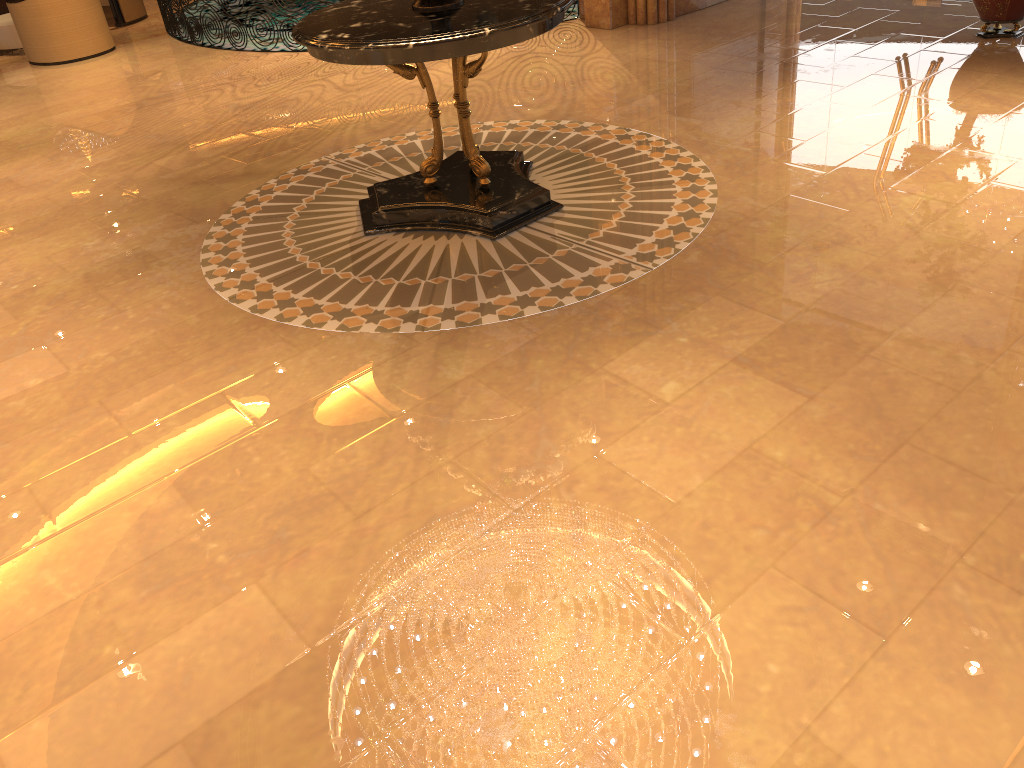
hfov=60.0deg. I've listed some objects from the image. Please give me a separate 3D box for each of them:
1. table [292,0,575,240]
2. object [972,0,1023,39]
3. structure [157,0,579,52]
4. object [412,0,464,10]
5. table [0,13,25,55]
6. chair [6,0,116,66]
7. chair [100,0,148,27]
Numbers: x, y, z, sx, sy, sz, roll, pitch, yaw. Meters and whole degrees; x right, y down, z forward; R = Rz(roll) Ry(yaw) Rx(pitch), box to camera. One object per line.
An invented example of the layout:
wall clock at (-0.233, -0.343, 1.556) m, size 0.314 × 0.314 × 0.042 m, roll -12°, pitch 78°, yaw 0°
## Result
table at (-0.356, -1.535, 4.948) m, size 1.493 × 1.089 × 1.493 m, roll 22°, pitch 43°, yaw 37°
object at (3.515, -3.702, 6.275) m, size 0.843 × 2.363 × 1.250 m, roll 12°, pitch 38°, yaw 27°
structure at (-2.583, -5.173, 11.285) m, size 3.815 × 0.995 × 7.624 m, roll -18°, pitch 35°, yaw -16°
object at (-0.437, -2.395, 4.364) m, size 1.277 × 0.999 × 1.318 m, roll -11°, pitch 34°, yaw -6°
table at (-5.918, -4.444, 11.103) m, size 1.196 × 0.354 × 1.196 m, roll -13°, pitch 34°, yaw -8°
chair at (-5.086, -4.191, 10.048) m, size 0.769 × 0.916 × 0.951 m, roll 23°, pitch 44°, yaw 38°
chair at (-5.414, -5.307, 11.789) m, size 0.951 × 0.916 × 0.769 m, roll 8°, pitch 37°, yaw 23°
